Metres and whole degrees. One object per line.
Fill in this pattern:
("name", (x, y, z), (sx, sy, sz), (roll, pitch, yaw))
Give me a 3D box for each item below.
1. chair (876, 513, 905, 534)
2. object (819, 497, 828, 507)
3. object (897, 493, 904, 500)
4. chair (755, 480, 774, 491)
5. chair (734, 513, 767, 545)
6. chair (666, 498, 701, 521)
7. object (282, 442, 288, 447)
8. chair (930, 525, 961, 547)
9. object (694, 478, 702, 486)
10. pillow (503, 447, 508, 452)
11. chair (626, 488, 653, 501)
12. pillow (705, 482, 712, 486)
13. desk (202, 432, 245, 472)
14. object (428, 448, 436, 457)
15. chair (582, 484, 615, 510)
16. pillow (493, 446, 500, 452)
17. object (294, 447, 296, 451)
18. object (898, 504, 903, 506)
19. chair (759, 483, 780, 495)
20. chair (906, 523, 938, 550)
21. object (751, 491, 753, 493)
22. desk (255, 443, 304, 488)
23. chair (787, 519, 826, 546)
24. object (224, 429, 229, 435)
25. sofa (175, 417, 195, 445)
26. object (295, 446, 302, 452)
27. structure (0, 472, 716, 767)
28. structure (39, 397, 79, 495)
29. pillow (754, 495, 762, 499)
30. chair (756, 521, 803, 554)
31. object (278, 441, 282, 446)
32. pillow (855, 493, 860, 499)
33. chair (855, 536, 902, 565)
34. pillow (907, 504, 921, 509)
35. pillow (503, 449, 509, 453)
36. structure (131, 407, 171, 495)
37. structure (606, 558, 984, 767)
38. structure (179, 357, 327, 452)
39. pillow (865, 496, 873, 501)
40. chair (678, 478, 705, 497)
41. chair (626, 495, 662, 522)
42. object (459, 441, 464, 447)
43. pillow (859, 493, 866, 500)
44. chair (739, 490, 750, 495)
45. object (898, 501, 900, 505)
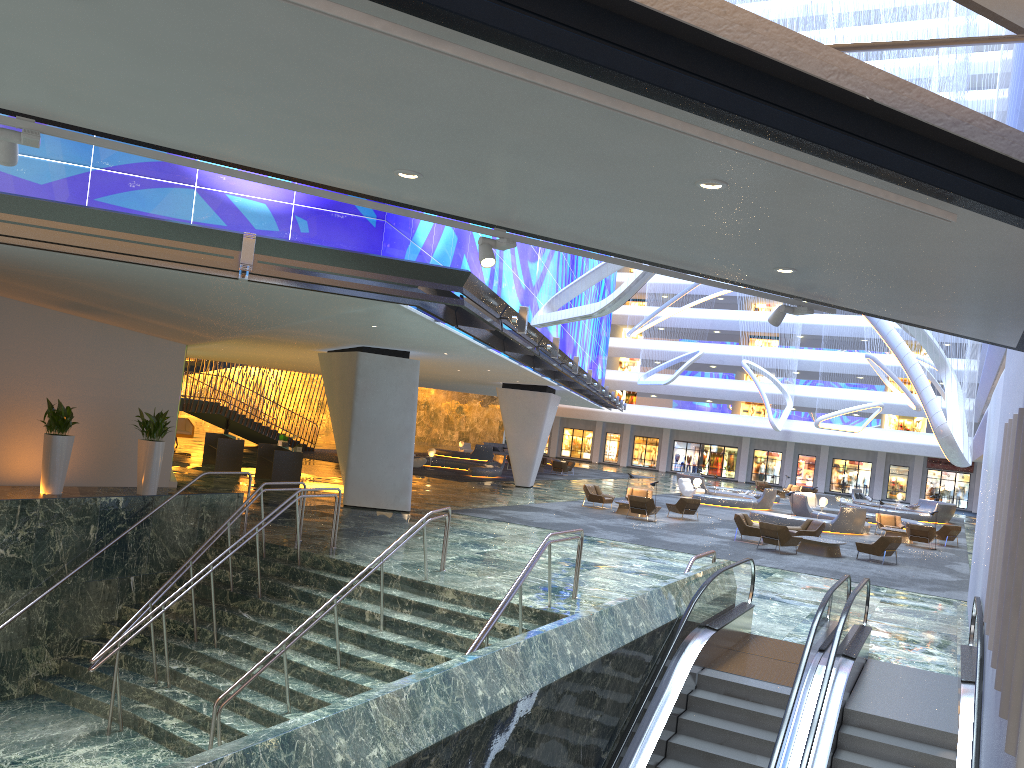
("chair", (14.003, 5.261, 32.927), (0.929, 0.766, 0.940), (6, -2, 11))
("object", (12.775, 4.838, 36.351), (0.366, 0.387, 0.319), (6, -2, 34))
("object", (23.079, 6.703, 52.717), (0.366, 0.387, 0.318), (6, -1, 9))
("chair", (15.060, 6.226, 53.086), (0.930, 0.766, 0.938), (7, -2, -19))
("chair", (6.810, 4.119, 25.175), (0.937, 0.766, 0.931), (6, -2, 29))
("chair", (5.831, 4.211, 30.036), (0.931, 0.766, 0.937), (7, -2, -30))
("object", (-6.939, 1.849, 27.076), (0.150, 0.145, 0.150), (7, -2, -30))
("chair", (15.328, 5.351, 31.483), (0.931, 0.766, 0.937), (7, -2, -30))
("object", (8.633, 4.572, 41.238), (0.366, 0.387, 0.318), (6, -1, 9))
("pillow", (-0.295, 4.653, 62.438), (0.776, 0.366, 0.317), (7, -1, -21))
("chair", (4.506, 4.121, 31.479), (0.929, 0.766, 0.940), (6, -2, 11))
("pillow", (10.369, 5.332, 47.163), (0.443, 0.207, 0.444), (7, -2, -12))
("desk", (-9.580, 2.268, 29.340), (0.815, 1.097, 2.974), (7, -2, -26))
("object", (-3.708, 3.161, 41.010), (0.317, 0.387, 0.367), (6, -2, 34))
("chair", (2.978, 3.916, 30.715), (0.937, 0.766, 0.931), (5, -2, 35))
("pillow", (-1.153, 4.528, 61.868), (0.314, 0.386, 0.786), (5, -2, 43))
("object", (-6.226, 1.886, 25.603), (0.111, 0.108, 0.107), (7, -2, -29))
("object", (22.008, 6.858, 50.346), (0.381, 0.038, 0.382), (6, -3, 19))
("chair", (14.550, 6.052, 50.309), (0.940, 0.766, 0.929), (7, -2, -22))
("chair", (13.647, 5.081, 29.595), (0.928, 0.766, 0.941), (5, -2, 33))
("object", (12.131, 5.460, 44.728), (0.071, 0.118, 0.151), (6, -2, 37))
("desk", (-6.986, 2.442, 26.463), (0.815, 1.097, 2.975), (7, -2, -24))
("chair", (8.589, 4.355, 25.982), (0.939, 0.766, 0.929), (7, -2, -11))
("object", (-9.849, 1.646, 30.577), (0.158, 0.181, 0.158), (7, -1, -18))
("sofa", (-15.450, 1.918, 37.855), (3.423, 1.179, 1.061), (8, -2, -37))
("object", (-6.108, 1.871, 25.386), (0.149, 0.149, 0.149), (7, -2, -29))
("structure", (-5.894, 5.350, 6.179), (9.291, 8.396, 19.775), (6, -2, 27))
("structure", (-9.790, 1.336, 19.036), (0.773, 2.050, 1.022), (7, -1, -2))
("pillow", (11.240, 5.044, 39.460), (0.691, 0.262, 0.879), (5, -3, 35))
("chair", (7.048, 4.075, 23.474), (0.940, 0.766, 0.928), (8, -2, -36))
("object", (-7.149, 1.840, 27.425), (0.150, 0.145, 0.150), (7, -2, -30))
("pillow", (20.223, 6.532, 51.691), (0.294, 0.368, 0.771), (5, -2, 40))
("chair", (9.838, 4.404, 23.778), (0.931, 0.766, 0.937), (8, -2, -38))
("pillow", (21.489, 6.541, 47.391), (0.693, 0.262, 0.877), (7, -2, -11))
("pillow", (-0.274, 4.691, 62.242), (0.691, 0.262, 0.879), (6, -2, 17))
("structure", (-8.426, 1.560, 20.675), (1.022, 2.050, 0.773), (6, -1, 5))
("structure", (0.010, 5.882, 3.659), (3.012, 8.236, 19.870), (6, -2, 27))
("structure", (-15.015, 0.030, 45.238), (11.965, 6.245, 16.524), (5, -2, 27))
("pillow", (20.729, 6.662, 51.792), (0.685, 0.280, 0.873), (7, -2, -26))
("chair", (8.531, 4.968, 42.144), (0.730, 0.881, 1.155), (8, -2, -44))
("chair", (4.150, 3.941, 28.148), (0.928, 0.766, 0.941), (5, -2, 33))
("object", (-3.297, 3.913, 57.854), (0.366, 0.387, 0.319), (6, -2, 34))
("pillow", (20.425, 6.528, 51.627), (0.314, 0.386, 0.786), (5, -2, 42))
("chair", (11.321, 5.605, 45.239), (1.785, 0.501, 0.585), (7, -2, -9))
("object", (21.971, 6.742, 50.327), (0.130, 0.252, 0.103), (6, -1, 10))
